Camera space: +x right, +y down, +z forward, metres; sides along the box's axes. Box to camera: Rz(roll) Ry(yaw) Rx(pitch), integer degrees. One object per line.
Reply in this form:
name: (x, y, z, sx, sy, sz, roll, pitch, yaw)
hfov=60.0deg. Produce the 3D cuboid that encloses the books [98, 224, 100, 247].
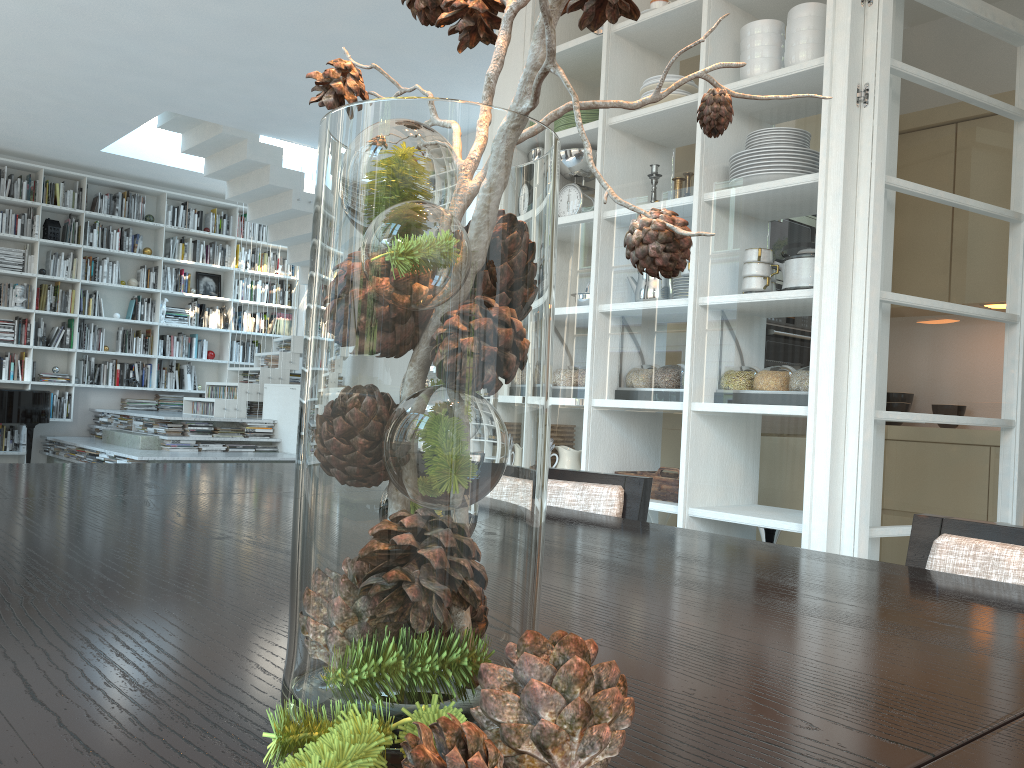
books: (-4.522, -1.594, 9.652, 0.010, 0.268, 0.166, 4, -1, -41)

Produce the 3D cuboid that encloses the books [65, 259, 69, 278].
books: (-4.765, -1.215, 9.450, 0.029, 0.211, 0.157, 4, -1, -41)

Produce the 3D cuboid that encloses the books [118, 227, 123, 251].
books: (-4.347, -1.588, 9.826, 0.012, 0.285, 0.159, 4, -1, -41)

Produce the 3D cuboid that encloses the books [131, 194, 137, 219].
books: (-4.232, -1.959, 9.893, 0.008, 0.307, 0.182, 4, -1, -41)

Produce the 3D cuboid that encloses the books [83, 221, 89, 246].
books: (-4.605, -1.608, 9.579, 0.012, 0.285, 0.159, 4, -1, -41)

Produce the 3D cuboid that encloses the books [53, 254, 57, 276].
books: (-4.858, -1.242, 9.385, 0.028, 0.250, 0.164, 4, -1, -41)

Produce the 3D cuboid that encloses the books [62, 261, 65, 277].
books: (-4.793, -1.210, 9.421, 0.024, 0.195, 0.173, 4, -1, -41)

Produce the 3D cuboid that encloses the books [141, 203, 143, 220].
books: (-4.179, -1.908, 9.950, 0.018, 0.214, 0.157, 4, -1, -41)

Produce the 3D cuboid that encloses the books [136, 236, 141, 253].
books: (-4.209, -1.543, 9.928, 0.048, 0.216, 0.182, 4, -1, -41)

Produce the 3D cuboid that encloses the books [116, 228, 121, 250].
books: (-4.363, -1.579, 9.796, 0.012, 0.264, 0.156, 4, -1, -41)

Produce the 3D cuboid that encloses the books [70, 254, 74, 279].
books: (-4.729, -1.246, 9.489, 0.025, 0.277, 0.173, 4, -1, -41)

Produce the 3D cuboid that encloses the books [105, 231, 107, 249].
books: (-4.472, -1.562, 9.718, 0.014, 0.215, 0.132, 4, -1, -41)

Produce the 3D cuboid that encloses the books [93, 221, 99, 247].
books: (-4.530, -1.614, 9.645, 0.014, 0.307, 0.152, 4, -1, -41)

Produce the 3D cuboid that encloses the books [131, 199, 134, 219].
books: (-4.251, -1.932, 9.889, 0.024, 0.252, 0.149, 4, -1, -41)

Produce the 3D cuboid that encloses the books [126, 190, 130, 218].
books: (-4.287, -1.974, 9.847, 0.007, 0.329, 0.183, 4, -1, -41)

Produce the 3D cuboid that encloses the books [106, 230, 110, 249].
books: (-4.459, -1.565, 9.735, 0.028, 0.223, 0.142, 4, -1, -41)

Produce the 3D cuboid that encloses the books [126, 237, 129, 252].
books: (-4.303, -1.533, 9.848, 0.027, 0.181, 0.176, 4, -2, -41)

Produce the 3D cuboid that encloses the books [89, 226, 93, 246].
books: (-4.580, -1.585, 9.613, 0.026, 0.243, 0.148, 4, -1, -41)

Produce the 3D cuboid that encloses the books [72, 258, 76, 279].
books: (-4.707, -1.221, 9.488, 0.028, 0.229, 0.176, 4, -1, -41)

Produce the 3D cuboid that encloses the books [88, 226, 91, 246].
books: (-4.598, -1.585, 9.605, 0.012, 0.239, 0.138, 4, -1, -41)

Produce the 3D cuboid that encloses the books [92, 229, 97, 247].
books: (-4.550, -1.566, 9.616, 0.026, 0.208, 0.181, 4, -1, -41)

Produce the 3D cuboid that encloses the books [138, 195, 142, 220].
books: (-4.190, -1.950, 9.930, 0.013, 0.297, 0.188, 4, -1, -41)

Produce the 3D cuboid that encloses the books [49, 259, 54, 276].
books: (-4.877, -1.211, 9.349, 0.028, 0.185, 0.181, 4, -2, -41)

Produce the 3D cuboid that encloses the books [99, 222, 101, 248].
books: (-4.512, -1.606, 9.680, 0.021, 0.296, 0.138, 4, -1, -41)

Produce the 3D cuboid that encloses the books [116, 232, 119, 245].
books: (-4.372, -1.559, 9.787, 0.011, 0.222, 0.159, 4, -1, -41)

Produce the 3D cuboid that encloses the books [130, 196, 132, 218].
books: (-4.273, -1.948, 9.875, 0.012, 0.280, 0.144, 4, -1, -41)

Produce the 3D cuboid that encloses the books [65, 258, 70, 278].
books: (-4.755, -1.226, 9.468, 0.024, 0.234, 0.149, 4, -1, -41)

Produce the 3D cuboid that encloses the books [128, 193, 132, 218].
books: (-4.269, -1.958, 9.842, 0.015, 0.299, 0.183, 4, -1, -41)

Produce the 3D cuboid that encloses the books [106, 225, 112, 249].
books: (-4.440, -1.595, 9.746, 0.013, 0.284, 0.154, 4, -1, -41)

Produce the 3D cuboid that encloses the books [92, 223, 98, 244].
books: (-4.544, -1.603, 9.641, 0.011, 0.283, 0.173, 4, -1, -41)

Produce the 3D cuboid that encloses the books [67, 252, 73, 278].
books: (-4.742, -1.255, 9.481, 0.028, 0.293, 0.154, 4, -1, -41)

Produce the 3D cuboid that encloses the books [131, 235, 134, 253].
books: (-4.260, -1.545, 9.887, 0.030, 0.213, 0.156, 4, -1, -41)

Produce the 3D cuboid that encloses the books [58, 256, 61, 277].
books: (-4.824, -1.232, 9.407, 0.023, 0.236, 0.178, 4, -1, -41)

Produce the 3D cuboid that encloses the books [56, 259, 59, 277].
books: (-4.839, -1.219, 9.401, 0.023, 0.207, 0.171, 4, -1, -41)

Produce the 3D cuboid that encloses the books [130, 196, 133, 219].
books: (-4.263, -1.945, 9.879, 0.008, 0.275, 0.163, 4, -1, -41)

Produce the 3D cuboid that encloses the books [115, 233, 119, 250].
books: (-4.375, -1.553, 9.766, 0.021, 0.209, 0.180, 4, -1, -41)

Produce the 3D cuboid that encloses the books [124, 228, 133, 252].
books: (-4.271, -1.583, 9.857, 0.029, 0.285, 0.183, 4, -1, -41)

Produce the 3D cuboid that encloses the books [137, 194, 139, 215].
books: (-4.221, -1.964, 9.941, 0.008, 0.321, 0.133, 4, -1, -41)

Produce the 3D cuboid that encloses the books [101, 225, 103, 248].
books: (-4.504, -1.596, 9.696, 0.012, 0.276, 0.133, 4, -1, -41)

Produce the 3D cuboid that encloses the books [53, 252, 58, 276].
books: (-4.847, -1.254, 9.395, 0.019, 0.275, 0.146, 4, -1, -41)

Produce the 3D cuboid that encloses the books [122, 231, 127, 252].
books: (-4.320, -1.563, 9.826, 0.030, 0.238, 0.185, 4, -1, -41)

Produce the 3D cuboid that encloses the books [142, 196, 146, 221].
books: (-4.152, -1.952, 9.962, 0.006, 0.306, 0.163, 4, -1, -41)

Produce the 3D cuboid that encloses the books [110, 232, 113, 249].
books: (-4.426, -1.560, 9.756, 0.025, 0.216, 0.144, 4, -1, -41)

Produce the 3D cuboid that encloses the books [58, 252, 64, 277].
books: (-4.796, -1.251, 9.403, 0.028, 0.275, 0.186, 4, -1, -41)

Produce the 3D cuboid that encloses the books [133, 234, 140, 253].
books: (-4.220, -1.554, 9.906, 0.054, 0.235, 0.171, 4, -1, -41)

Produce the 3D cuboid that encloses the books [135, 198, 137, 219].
books: (-4.229, -1.934, 9.905, 0.014, 0.258, 0.149, 4, -1, -41)

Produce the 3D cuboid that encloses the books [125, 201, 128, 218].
books: (-4.297, -1.911, 9.822, 0.018, 0.201, 0.188, 4, -1, -41)

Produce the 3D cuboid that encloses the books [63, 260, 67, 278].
books: (-4.781, -1.209, 9.435, 0.027, 0.196, 0.185, 4, -1, -41)

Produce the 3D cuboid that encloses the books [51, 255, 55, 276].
books: (-4.874, -1.239, 9.377, 0.024, 0.242, 0.159, 4, -1, -41)

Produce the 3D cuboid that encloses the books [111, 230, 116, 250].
books: (-4.400, -1.568, 9.763, 0.023, 0.237, 0.149, 4, -1, -41)

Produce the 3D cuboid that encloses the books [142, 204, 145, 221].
books: (-4.162, -1.904, 9.954, 0.014, 0.209, 0.188, 4, -1, -41)

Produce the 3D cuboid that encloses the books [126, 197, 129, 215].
books: (-4.296, -1.935, 9.842, 0.008, 0.251, 0.170, 4, -1, -41)

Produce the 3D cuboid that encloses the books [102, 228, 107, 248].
books: (-4.475, -1.577, 9.691, 0.027, 0.241, 0.160, 4, -1, -41)

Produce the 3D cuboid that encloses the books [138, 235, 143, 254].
books: (-4.193, -1.548, 9.965, 0.026, 0.229, 0.140, 4, -1, -41)

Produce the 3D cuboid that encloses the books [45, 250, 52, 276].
books: (-4.898, -1.263, 9.357, 0.018, 0.285, 0.159, 4, -1, -41)

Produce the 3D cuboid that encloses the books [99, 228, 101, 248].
books: (-4.520, -1.577, 9.666, 0.012, 0.235, 0.165, 4, -1, -41)

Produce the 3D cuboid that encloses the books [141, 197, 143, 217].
books: (-4.178, -1.941, 9.932, 0.008, 0.278, 0.180, 4, -1, -41)

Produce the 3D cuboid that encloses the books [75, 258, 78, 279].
books: (-4.702, -1.224, 9.512, 0.026, 0.238, 0.173, 4, -1, -41)
